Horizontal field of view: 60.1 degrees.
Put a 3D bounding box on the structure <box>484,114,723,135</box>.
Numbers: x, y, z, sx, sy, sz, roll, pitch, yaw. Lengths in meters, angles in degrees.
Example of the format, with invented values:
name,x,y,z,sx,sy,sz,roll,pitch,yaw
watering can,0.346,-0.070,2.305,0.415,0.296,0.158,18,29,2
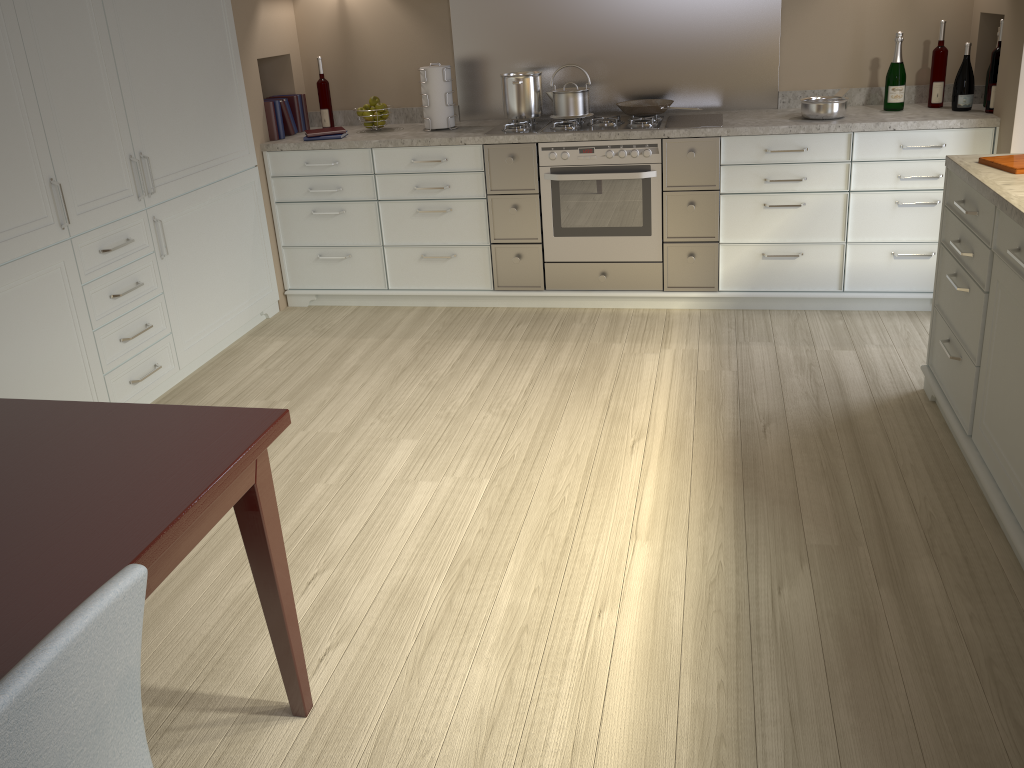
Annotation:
name,x,y,z,sx,sy,sz,roll,pitch,yaw
structure,0.424,-1.199,4.034,1.048,0.030,0.408,2,24,13

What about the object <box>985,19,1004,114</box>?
name,x,y,z,sx,sy,sz,roll,pitch,yaw
object,1.954,-1.274,3.551,0.063,0.357,0.062,-22,27,-39

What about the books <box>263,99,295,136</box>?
name,x,y,z,sx,sy,sz,roll,pitch,yaw
books,-1.180,-1.320,4.388,0.166,0.178,0.093,2,22,16

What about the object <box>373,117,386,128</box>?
name,x,y,z,sx,sy,sz,roll,pitch,yaw
object,-0.653,-1.292,4.362,0.061,0.055,0.060,-17,25,-29

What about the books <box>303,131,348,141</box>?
name,x,y,z,sx,sy,sz,roll,pitch,yaw
books,-0.893,-1.192,4.250,0.182,0.017,0.169,-2,23,4

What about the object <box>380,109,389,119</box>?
name,x,y,z,sx,sy,sz,roll,pitch,yaw
object,-0.626,-1.326,4.342,0.047,0.044,0.048,3,23,17

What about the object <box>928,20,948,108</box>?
name,x,y,z,sx,sy,sz,roll,pitch,yaw
object,1.836,-1.374,3.801,0.063,0.357,0.062,-22,27,-39

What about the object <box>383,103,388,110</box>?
name,x,y,z,sx,sy,sz,roll,pitch,yaw
object,-0.639,-1.363,4.375,0.050,0.053,0.056,-10,23,-16

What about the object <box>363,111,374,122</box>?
name,x,y,z,sx,sy,sz,roll,pitch,yaw
object,-0.699,-1.311,4.323,0.058,0.056,0.059,-11,23,-18

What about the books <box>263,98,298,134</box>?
name,x,y,z,sx,sy,sz,roll,pitch,yaw
books,-1.173,-1.335,4.417,0.164,0.178,0.094,1,21,13

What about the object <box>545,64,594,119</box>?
name,x,y,z,sx,sy,sz,roll,pitch,yaw
object,0.274,-1.369,4.120,0.211,0.231,0.211,-23,28,-39

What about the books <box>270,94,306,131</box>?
name,x,y,z,sx,sy,sz,roll,pitch,yaw
books,-1.147,-1.385,4.530,0.164,0.178,0.033,1,21,13

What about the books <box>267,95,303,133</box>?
name,x,y,z,sx,sy,sz,roll,pitch,yaw
books,-1.156,-1.371,4.501,0.164,0.178,0.033,1,21,13

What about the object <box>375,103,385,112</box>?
name,x,y,z,sx,sy,sz,roll,pitch,yaw
object,-0.642,-1.347,4.310,0.047,0.044,0.048,1,23,13

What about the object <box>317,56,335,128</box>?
name,x,y,z,sx,sy,sz,roll,pitch,yaw
object,-0.943,-1.455,4.438,0.062,0.357,0.063,12,26,37

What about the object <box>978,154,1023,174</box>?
name,x,y,z,sx,sy,sz,roll,pitch,yaw
object,1.602,-0.656,2.611,0.350,0.019,0.205,-4,23,-1

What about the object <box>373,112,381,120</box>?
name,x,y,z,sx,sy,sz,roll,pitch,yaw
object,-0.658,-1.308,4.315,0.039,0.039,0.041,-2,22,5

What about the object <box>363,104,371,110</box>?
name,x,y,z,sx,sy,sz,roll,pitch,yaw
object,-0.714,-1.360,4.365,0.044,0.042,0.041,7,24,26

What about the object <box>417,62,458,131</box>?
name,x,y,z,sx,sy,sz,roll,pitch,yaw
object,-0.355,-1.372,4.222,0.168,0.297,0.167,-5,21,-2

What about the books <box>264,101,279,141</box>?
name,x,y,z,sx,sy,sz,roll,pitch,yaw
books,-1.216,-1.268,4.273,0.164,0.178,0.033,1,21,13

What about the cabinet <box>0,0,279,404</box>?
name,x,y,z,sx,sy,sz,roll,pitch,yaw
cabinet,-1.693,-0.988,3.062,0.612,2.283,2.401,1,22,13

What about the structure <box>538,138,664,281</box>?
name,x,y,z,sx,sy,sz,roll,pitch,yaw
structure,0.453,-0.872,4.193,0.541,0.679,0.594,1,22,13

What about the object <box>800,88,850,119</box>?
name,x,y,z,sx,sy,sz,roll,pitch,yaw
object,1.403,-1.212,3.824,0.374,0.088,0.201,-19,27,-32

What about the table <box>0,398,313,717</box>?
name,x,y,z,sx,sy,sz,roll,pitch,yaw
table,-0.952,0.708,1.065,0.751,0.664,1.803,1,24,13

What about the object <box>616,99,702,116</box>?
name,x,y,z,sx,sy,sz,roll,pitch,yaw
object,0.639,-1.241,4.003,0.266,0.050,0.433,-11,24,-17

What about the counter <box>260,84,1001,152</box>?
name,x,y,z,sx,sy,sz,roll,pitch,yaw
counter,0.435,-1.229,4.085,3.845,0.111,0.593,2,24,13

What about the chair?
name,x,y,z,sx,sy,sz,roll,pitch,yaw
chair,-0.657,0.630,1.009,0.506,0.808,0.409,1,21,13

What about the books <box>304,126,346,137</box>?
name,x,y,z,sx,sy,sz,roll,pitch,yaw
books,-0.900,-1.214,4.259,0.183,0.017,0.168,-11,24,-15

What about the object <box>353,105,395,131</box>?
name,x,y,z,sx,sy,sz,roll,pitch,yaw
object,-0.678,-1.311,4.374,0.208,0.107,0.209,-17,26,-28

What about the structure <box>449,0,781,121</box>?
name,x,y,z,sx,sy,sz,roll,pitch,yaw
structure,0.391,-1.974,3.863,1.559,1.639,0.458,1,21,13

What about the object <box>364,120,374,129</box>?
name,x,y,z,sx,sy,sz,roll,pitch,yaw
object,-0.708,-1.287,4.372,0.048,0.047,0.049,6,24,23

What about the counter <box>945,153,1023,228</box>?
name,x,y,z,sx,sy,sz,roll,pitch,yaw
counter,1.417,-0.262,1.789,0.523,0.034,2.253,1,24,13

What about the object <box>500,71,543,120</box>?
name,x,y,z,sx,sy,sz,roll,pitch,yaw
object,0.049,-1.364,4.184,0.202,0.202,0.204,-15,24,-26

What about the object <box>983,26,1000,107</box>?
name,x,y,z,sx,sy,sz,roll,pitch,yaw
object,2.038,-1.329,3.707,0.084,0.323,0.085,14,27,39

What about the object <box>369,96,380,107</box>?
name,x,y,z,sx,sy,sz,roll,pitch,yaw
object,-0.676,-1.388,4.351,0.055,0.055,0.056,1,22,13

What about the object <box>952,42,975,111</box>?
name,x,y,z,sx,sy,sz,roll,pitch,yaw
object,1.886,-1.279,3.682,0.084,0.270,0.085,10,25,33

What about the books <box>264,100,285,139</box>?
name,x,y,z,sx,sy,sz,roll,pitch,yaw
books,-1.193,-1.282,4.299,0.164,0.178,0.033,1,21,13

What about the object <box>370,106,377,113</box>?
name,x,y,z,sx,sy,sz,roll,pitch,yaw
object,-0.674,-1.343,4.335,0.040,0.037,0.041,-10,23,-14

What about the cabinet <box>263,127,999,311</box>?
name,x,y,z,sx,sy,sz,roll,pitch,yaw
cabinet,0.459,-0.829,4.246,3.206,0.775,0.658,2,22,13

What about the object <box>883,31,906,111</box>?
name,x,y,z,sx,sy,sz,roll,pitch,yaw
object,1.655,-1.345,3.807,0.084,0.323,0.085,14,27,39

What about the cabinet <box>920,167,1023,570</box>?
name,x,y,z,sx,sy,sz,roll,pitch,yaw
cabinet,1.482,0.112,1.906,0.638,0.774,2.275,1,24,13

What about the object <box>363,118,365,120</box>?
name,x,y,z,sx,sy,sz,roll,pitch,yaw
object,-0.719,-1.338,4.399,0.054,0.053,0.054,-12,23,-20

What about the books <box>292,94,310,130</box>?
name,x,y,z,sx,sy,sz,roll,pitch,yaw
books,-1.130,-1.397,4.557,0.164,0.178,0.033,1,21,13

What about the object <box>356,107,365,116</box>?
name,x,y,z,sx,sy,sz,roll,pitch,yaw
object,-0.739,-1.332,4.337,0.048,0.047,0.048,-13,24,-22
